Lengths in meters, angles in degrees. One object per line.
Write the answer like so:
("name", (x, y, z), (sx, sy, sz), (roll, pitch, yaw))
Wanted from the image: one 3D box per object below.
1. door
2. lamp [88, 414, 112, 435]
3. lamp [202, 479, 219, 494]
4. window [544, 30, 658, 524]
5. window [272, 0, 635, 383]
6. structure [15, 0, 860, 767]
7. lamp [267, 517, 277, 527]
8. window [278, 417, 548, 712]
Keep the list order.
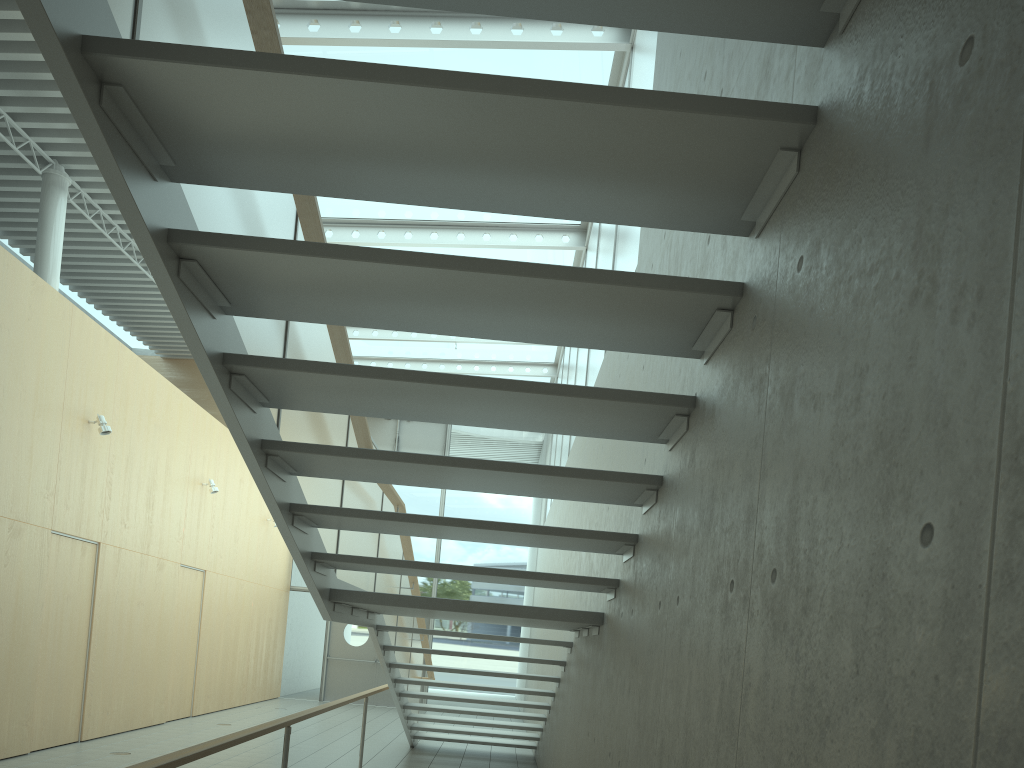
("door", (-2.602, 5.188, 16.454), (1.923, 2.087, 0.176), (5, -1, -1))
("lamp", (-3.975, 0.389, 8.185), (0.235, 0.194, 0.142), (9, -7, -19))
("lamp", (-4.020, 1.359, 11.310), (0.235, 0.194, 0.142), (9, -7, -19))
("window", (0.749, -0.054, 10.953), (0.030, 2.678, 16.248), (5, -17, 1))
("window", (-1.554, 1.288, 10.903), (4.785, 6.125, 16.426), (5, -15, 1))
("structure", (-0.220, 1.037, 5.041), (1.886, 4.111, 13.091), (5, -16, 1))
("lamp", (-4.063, 2.337, 14.458), (0.235, 0.194, 0.142), (9, -7, -19))
("window", (-1.849, 3.237, 16.498), (4.859, 6.225, 0.110), (5, -1, -1))
